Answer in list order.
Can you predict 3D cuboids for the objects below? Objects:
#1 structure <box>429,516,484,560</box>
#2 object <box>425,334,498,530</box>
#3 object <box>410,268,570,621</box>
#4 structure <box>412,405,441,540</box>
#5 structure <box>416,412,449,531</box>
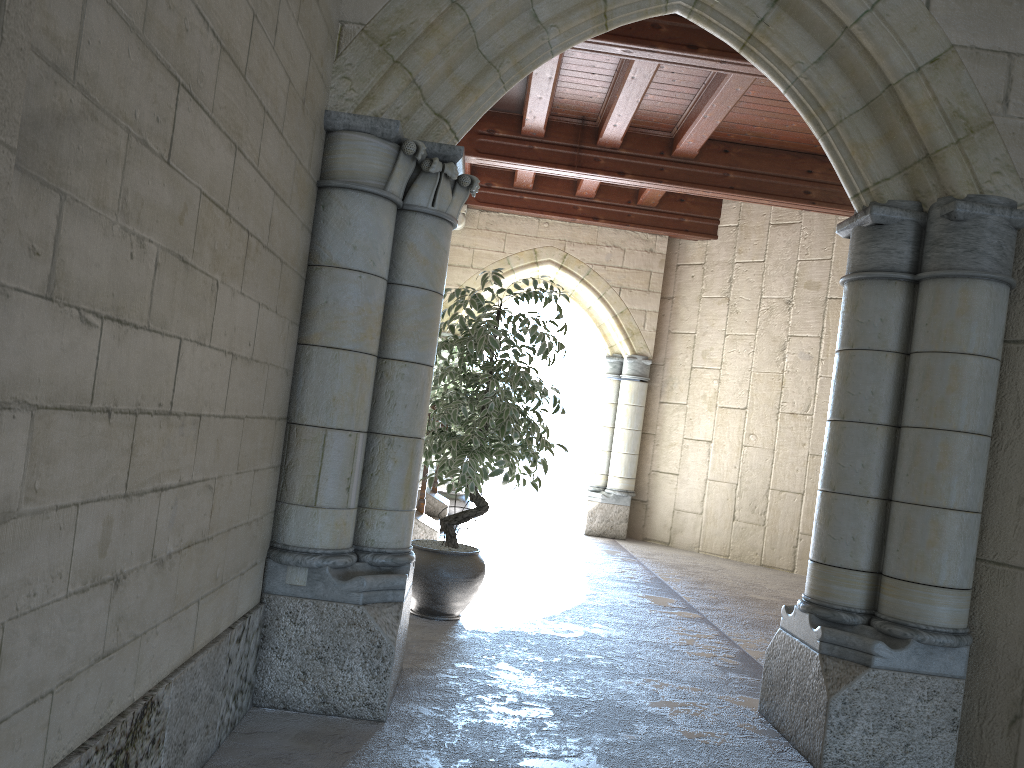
[{"bbox_3d":[-1.417,0.605,5.678,2.573,0.809,1.463,8,-2,-2],"label":"structure"},{"bbox_3d":[-0.481,0.417,7.482,0.787,1.617,0.751,8,-1,-6],"label":"object"},{"bbox_3d":[-0.153,0.278,4.143,0.785,1.617,0.753,7,-1,29],"label":"object"},{"bbox_3d":[-0.804,0.419,5.005,0.888,1.261,0.477,8,-1,-2],"label":"structure"},{"bbox_3d":[-0.858,0.489,6.414,0.888,1.261,0.473,8,-1,-2],"label":"structure"}]
